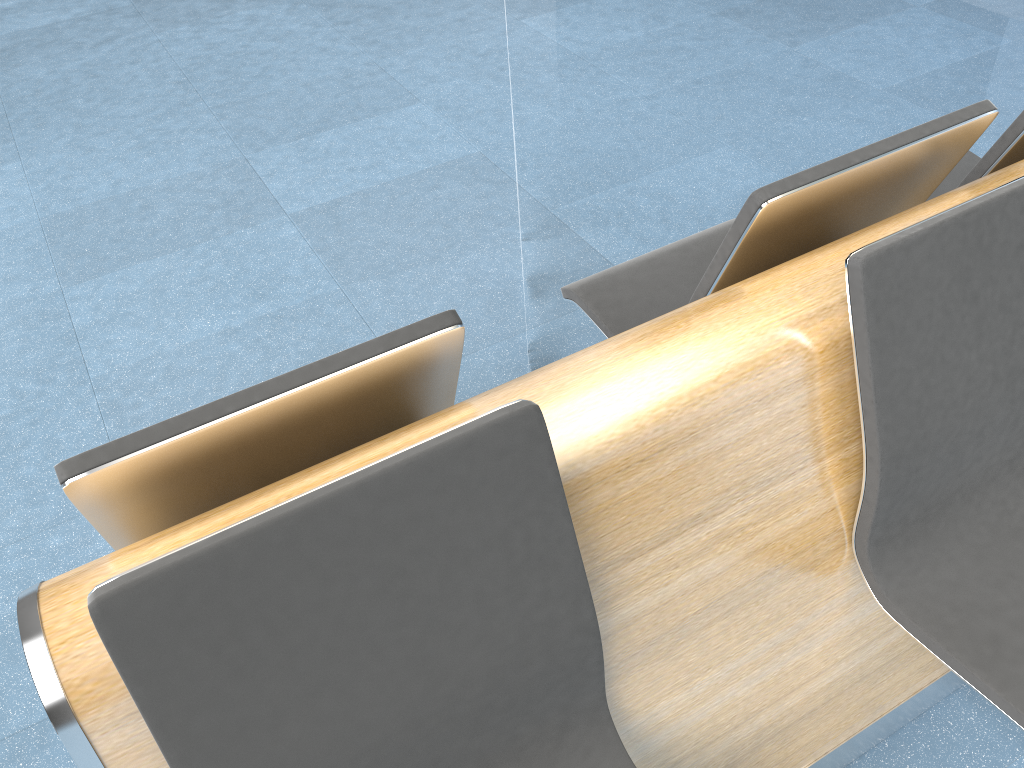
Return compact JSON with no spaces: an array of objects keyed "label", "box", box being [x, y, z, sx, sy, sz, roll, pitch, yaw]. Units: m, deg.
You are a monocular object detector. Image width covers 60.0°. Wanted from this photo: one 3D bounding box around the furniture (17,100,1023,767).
[{"label":"furniture","box":[0.497,0.076,1.528,2.281,0.896,1.301,-23,46,-19]}]
